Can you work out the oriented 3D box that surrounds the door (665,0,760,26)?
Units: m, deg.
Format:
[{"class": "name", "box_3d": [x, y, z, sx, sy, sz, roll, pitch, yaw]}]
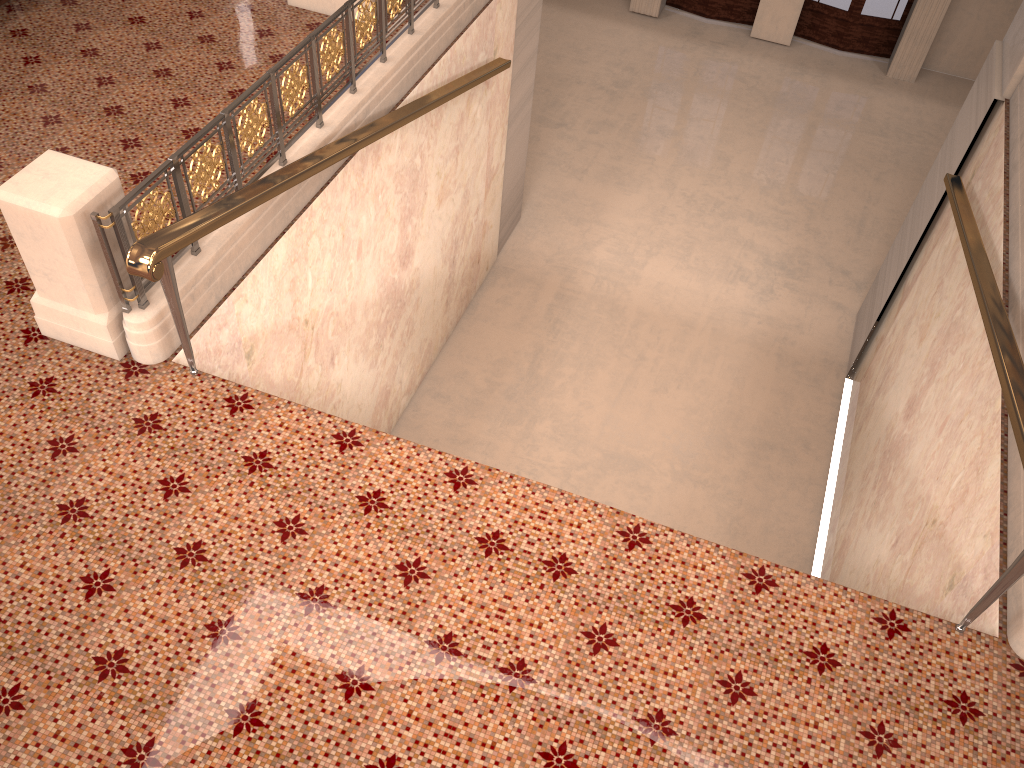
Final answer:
[{"class": "door", "box_3d": [3.166, -6.697, 12.683, 1.483, 2.880, 0.147, 17, 49, 9]}]

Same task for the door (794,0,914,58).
[{"class": "door", "box_3d": [5.123, -6.075, 12.368, 1.483, 2.880, 0.147, 17, 49, 9]}]

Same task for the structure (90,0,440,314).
[{"class": "structure", "box_3d": [-0.910, -2.126, 5.397, 0.079, 0.569, 4.694, 19, 50, 11]}]

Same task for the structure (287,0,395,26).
[{"class": "structure", "box_3d": [-1.142, -3.980, 5.737, 0.696, 2.948, 0.666, 18, 49, 10]}]

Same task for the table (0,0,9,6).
[{"class": "table", "box_3d": [-3.858, -2.789, 6.058, 0.834, 0.462, 1.402, 19, 50, 10]}]
